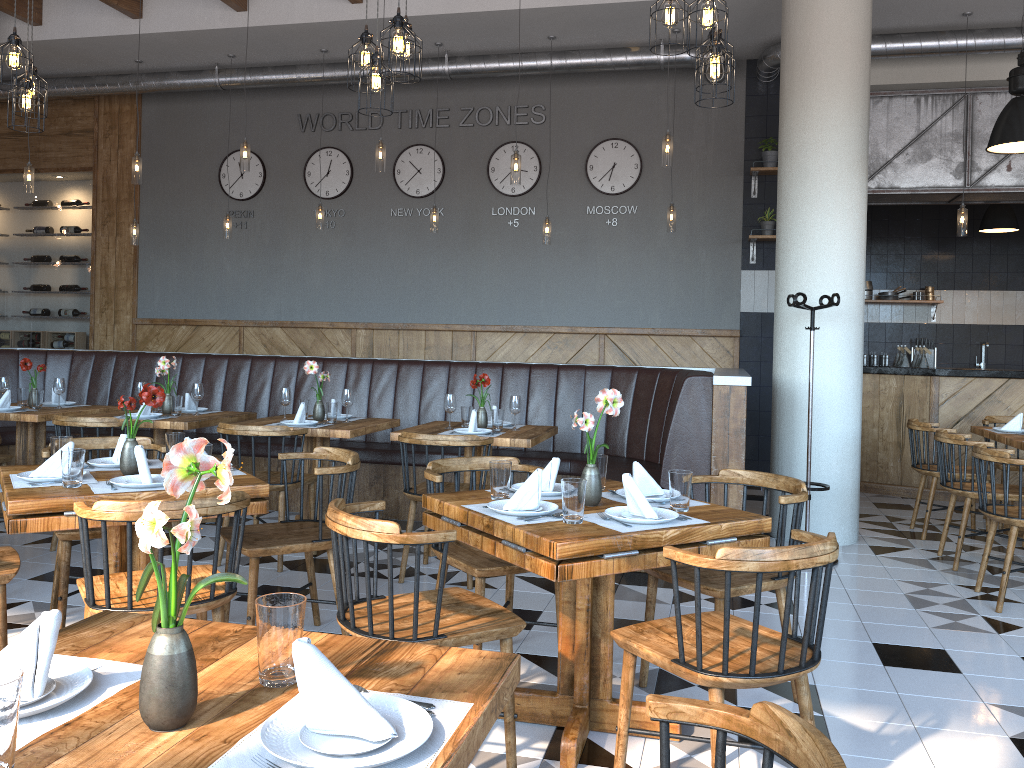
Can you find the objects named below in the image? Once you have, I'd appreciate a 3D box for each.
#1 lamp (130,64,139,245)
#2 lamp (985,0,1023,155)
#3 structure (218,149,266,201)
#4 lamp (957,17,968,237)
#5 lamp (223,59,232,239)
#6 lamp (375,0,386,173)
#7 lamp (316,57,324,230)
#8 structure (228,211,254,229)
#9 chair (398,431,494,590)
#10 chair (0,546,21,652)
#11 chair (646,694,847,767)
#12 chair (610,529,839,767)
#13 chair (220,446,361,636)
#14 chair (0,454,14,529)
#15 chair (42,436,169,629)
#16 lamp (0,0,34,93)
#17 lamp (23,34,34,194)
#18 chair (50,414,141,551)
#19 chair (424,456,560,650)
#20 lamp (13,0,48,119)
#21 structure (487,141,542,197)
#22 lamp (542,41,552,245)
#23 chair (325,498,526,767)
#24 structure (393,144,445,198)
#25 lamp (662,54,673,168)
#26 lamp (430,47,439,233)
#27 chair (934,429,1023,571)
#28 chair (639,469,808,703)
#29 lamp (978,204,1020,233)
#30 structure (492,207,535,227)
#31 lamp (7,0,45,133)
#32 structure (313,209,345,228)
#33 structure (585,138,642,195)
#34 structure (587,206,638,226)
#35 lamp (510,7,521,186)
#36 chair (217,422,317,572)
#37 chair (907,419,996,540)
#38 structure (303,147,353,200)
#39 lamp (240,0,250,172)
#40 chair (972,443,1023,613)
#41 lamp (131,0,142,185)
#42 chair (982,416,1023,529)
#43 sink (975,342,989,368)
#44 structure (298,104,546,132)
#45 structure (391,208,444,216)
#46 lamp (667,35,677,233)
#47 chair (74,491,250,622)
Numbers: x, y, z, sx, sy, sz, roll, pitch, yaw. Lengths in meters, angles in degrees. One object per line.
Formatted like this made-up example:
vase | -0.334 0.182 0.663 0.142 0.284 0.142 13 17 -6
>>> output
lamp | -3.815 -2.394 9.002 0.078 1.963 0.078 1 0 -45
lamp | 3.195 -2.404 5.522 0.390 1.864 0.390 1 0 -9
structure | -2.960 -2.291 9.720 0.561 0.560 0.046 2 0 13
lamp | 3.692 -2.188 7.218 0.078 1.963 0.078 1 0 -1
lamp | -2.791 -2.416 8.758 0.078 1.963 0.078 1 0 -1
lamp | -0.992 -2.612 6.821 0.078 1.963 0.078 2 0 32
lamp | -1.828 -2.467 8.530 0.078 1.963 0.078 1 0 -42
structure | -2.979 -1.805 9.738 0.305 0.197 0.021 2 0 13
chair | -0.357 0.663 4.920 0.519 0.817 0.550 2 1 13
chair | -2.037 0.710 3.100 0.549 0.817 0.520 1 1 -32
chair | 0.127 0.858 1.098 0.550 0.817 0.519 2 1 13
chair | 0.600 0.803 2.473 0.519 0.817 0.550 1 1 -32
chair | -0.939 0.704 3.776 0.549 0.817 0.520 1 1 -32
chair | -3.573 0.550 5.684 0.519 0.817 0.550 2 1 13
chair | -1.826 0.673 3.987 0.519 0.817 0.550 1 1 -32
lamp | -2.708 -2.652 4.852 0.175 2.070 0.175 1 0 -14
lamp | -4.103 -2.612 7.560 0.078 1.963 0.078 1 0 -45
chair | -2.501 0.588 5.429 0.519 0.817 0.550 2 1 13
chair | -0.076 0.735 3.571 0.519 0.817 0.550 1 1 -32
lamp | -2.842 -2.632 5.266 0.175 2.070 0.175 1 0 -37
structure | 0.022 -2.186 9.012 0.561 0.560 0.046 2 0 13
lamp | 0.337 -2.244 8.016 0.078 1.963 0.078 1 0 -36
chair | -0.287 0.772 2.684 0.549 0.817 0.520 1 1 -32
structure | -0.972 -2.221 9.248 0.561 0.560 0.046 2 0 13
lamp | 1.130 -2.530 6.317 0.078 1.963 0.078 1 0 -11
lamp | -0.703 -2.394 8.263 0.078 1.963 0.078 1 0 21
chair | 2.911 0.714 5.482 0.550 0.817 0.519 2 1 13
chair | 0.811 0.766 3.360 0.549 0.817 0.520 1 1 -32
lamp | 5.086 -2.064 9.233 0.390 0.937 0.391 1 1 -44
structure | 0.016 -1.700 9.026 0.443 0.200 0.021 2 0 13
lamp | -2.757 -2.489 5.064 0.175 2.070 0.175 1 0 -3
structure | -1.962 -1.769 9.496 0.369 0.200 0.021 2 0 13
structure | 1.008 -2.152 8.778 0.561 0.560 0.046 2 0 13
structure | 0.994 -1.666 8.794 0.498 0.200 0.021 2 0 13
lamp | 0.049 -2.462 6.574 0.078 1.963 0.078 1 0 -36
chair | -1.429 0.625 5.174 0.519 0.817 0.550 2 1 13
chair | 3.111 0.678 6.326 0.550 0.817 0.519 2 1 13
structure | -1.966 -2.256 9.484 0.561 0.560 0.046 2 0 13
lamp | -2.116 -2.686 7.088 0.078 1.963 0.078 1 0 -42
chair | 2.710 0.750 4.639 0.550 0.817 0.519 2 1 13
lamp | -3.080 -2.635 7.317 0.078 1.963 0.078 1 0 -1
chair | 3.903 0.675 6.788 0.519 0.817 0.550 2 1 13
sink | 5.750 -0.236 10.109 0.974 0.484 0.587 2 2 13
structure | -0.986 -2.769 9.258 2.729 0.199 0.033 2 1 13
structure | -0.986 -1.795 9.264 0.583 0.080 0.021 2 1 13
lamp | 1.419 -2.312 7.759 0.078 1.963 0.078 1 0 -11
chair | -1.150 0.742 2.889 0.519 0.817 0.550 1 1 -32
